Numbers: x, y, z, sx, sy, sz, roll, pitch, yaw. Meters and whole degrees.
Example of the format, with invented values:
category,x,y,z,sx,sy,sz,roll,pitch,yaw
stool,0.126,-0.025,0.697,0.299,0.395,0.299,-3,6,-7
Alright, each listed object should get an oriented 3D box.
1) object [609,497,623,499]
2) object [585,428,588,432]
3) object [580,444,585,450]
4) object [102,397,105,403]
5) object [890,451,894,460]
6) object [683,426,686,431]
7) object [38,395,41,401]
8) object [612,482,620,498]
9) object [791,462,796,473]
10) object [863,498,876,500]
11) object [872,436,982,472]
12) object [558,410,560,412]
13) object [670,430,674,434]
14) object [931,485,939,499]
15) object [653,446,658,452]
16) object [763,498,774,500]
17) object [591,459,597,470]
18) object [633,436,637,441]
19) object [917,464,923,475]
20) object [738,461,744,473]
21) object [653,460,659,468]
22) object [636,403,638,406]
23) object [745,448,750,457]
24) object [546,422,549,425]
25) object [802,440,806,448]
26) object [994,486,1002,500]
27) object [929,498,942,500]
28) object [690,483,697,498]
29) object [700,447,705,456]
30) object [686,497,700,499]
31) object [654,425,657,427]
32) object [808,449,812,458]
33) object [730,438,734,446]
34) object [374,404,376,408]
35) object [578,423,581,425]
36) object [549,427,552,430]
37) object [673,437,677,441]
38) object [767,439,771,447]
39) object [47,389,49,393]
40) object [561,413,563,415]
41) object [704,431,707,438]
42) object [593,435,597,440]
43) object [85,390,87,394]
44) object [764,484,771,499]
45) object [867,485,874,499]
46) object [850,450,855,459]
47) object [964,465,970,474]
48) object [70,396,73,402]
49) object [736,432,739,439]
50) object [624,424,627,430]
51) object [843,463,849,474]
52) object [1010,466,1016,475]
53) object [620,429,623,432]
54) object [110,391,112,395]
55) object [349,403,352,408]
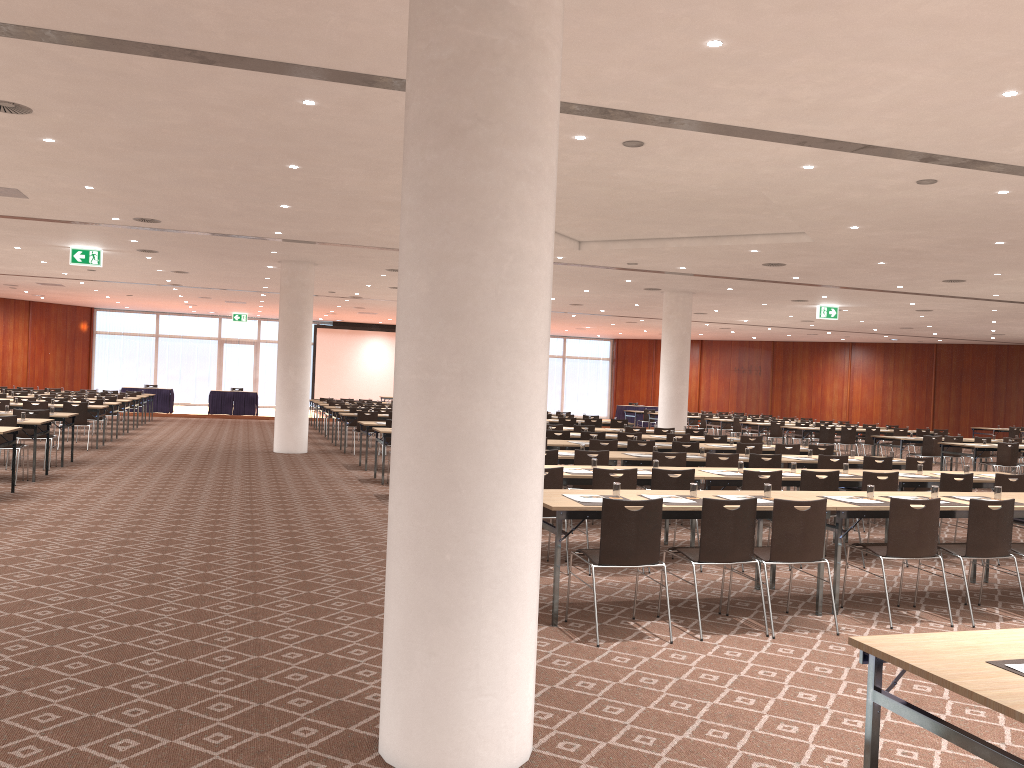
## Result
category,x,y,z,sx,sy,sz,roll,pitch,yaw
object,0.776,0.852,6.622,0.102,0.001,0.102,2,0,39
object,1.265,0.807,15.134,0.054,0.114,0.054,3,1,17
object,0.863,0.794,10.833,0.054,0.114,0.054,3,1,39
object,-9.128,0.359,19.823,0.054,0.114,0.054,3,1,39
object,5.206,0.978,12.154,0.054,0.114,0.054,3,1,39
object,3.490,0.900,17.896,0.054,0.114,0.054,2,1,-28
object,-10.378,0.306,19.463,0.054,0.114,0.054,3,1,39
object,0.781,0.795,6.625,0.054,0.114,0.054,3,1,39
object,2.984,0.886,9.396,0.054,0.114,0.054,2,1,-28
object,2.939,0.944,7.287,0.102,0.001,0.102,2,0,39
object,9.213,1.620,19.674,2.267,0.833,0.953,2,0,-17
object,1.319,0.800,25.063,0.054,0.114,0.054,3,1,39
object,2.814,0.873,15.599,0.054,0.114,0.054,3,1,39
object,3.559,0.913,7.465,0.054,0.114,0.054,3,1,39
object,1.795,0.834,11.106,0.054,0.114,0.054,3,1,17
object,2.030,0.905,7.005,0.102,0.001,0.102,2,0,39
object,0.811,0.794,8.738,0.054,0.114,0.054,2,1,-6
object,1.836,0.834,13.213,0.054,0.114,0.054,2,1,-28
object,4.538,0.952,9.858,0.054,0.114,0.054,3,1,17
object,2.370,0.860,9.192,0.054,0.114,0.054,2,1,-28
object,1.446,0.821,8.915,0.054,0.114,0.054,3,1,17
object,5.066,0.822,35.962,0.054,0.114,0.054,2,1,-6
object,3.046,0.887,11.484,0.054,0.114,0.054,3,1,17
object,0.681,0.781,17.043,0.054,0.114,0.054,2,1,-28
object,4.632,0.952,14.063,0.054,0.114,0.054,2,1,-28
object,4.193,0.940,7.652,0.054,0.114,0.054,3,1,39
object,3.572,0.971,7.478,0.102,0.001,0.102,2,0,39
object,1.397,0.821,6.827,0.054,0.114,0.054,3,1,17
object,2.424,0.861,11.301,0.054,0.114,0.054,3,1,17
object,1.392,0.878,6.821,0.102,0.001,0.102,2,0,39
object,2.862,0.873,17.711,0.054,0.114,0.054,3,1,17
object,3.957,0.926,11.773,0.054,0.114,0.054,2,1,-6
object,3.391,0.900,13.692,0.054,0.114,0.054,3,1,39
object,-3.639,0.590,23.583,0.054,0.114,0.054,3,1,17
object,1.310,0.807,17.229,0.054,0.114,0.054,2,1,-28
object,0.646,0.781,14.952,0.054,0.114,0.054,3,1,17
object,2.464,0.860,13.399,0.054,0.114,0.054,3,1,17
object,4.021,0.926,13.867,0.054,0.114,0.054,3,1,39
object,-13.041,0.188,24.921,0.054,0.114,0.054,3,1,39
object,1.284,0.801,22.973,0.054,0.114,0.054,3,1,17
object,3.440,0.900,15.781,0.054,0.114,0.054,3,1,39
object,1.216,0.807,13.033,0.054,0.114,0.054,2,1,-28
object,-12.103,0.227,25.191,0.054,0.114,0.054,2,1,-28
object,2.022,0.847,7.016,0.054,0.114,0.054,3,1,39
object,2.941,0.886,7.275,0.054,0.114,0.054,3,1,39
object,4.594,0.952,11.960,0.054,0.114,0.054,3,1,39
object,5.156,0.978,10.051,0.054,0.114,0.054,3,1,17
object,-9.757,0.333,19.648,0.054,0.114,0.054,3,1,39
object,4.067,0.926,15.971,0.054,0.114,0.054,3,1,17
object,2.237,0.847,17.514,0.054,0.114,0.054,2,1,-6
object,3.607,0.913,9.580,0.054,0.114,0.054,2,1,-28
object,5.787,1.005,10.236,0.054,0.114,0.054,2,1,-28
object,1.888,0.834,15.318,0.054,0.114,0.054,3,1,17
object,-11.486,0.254,25.382,0.054,0.114,0.054,2,1,-28
object,-4.261,0.564,23.381,0.054,0.114,0.054,3,1,39
